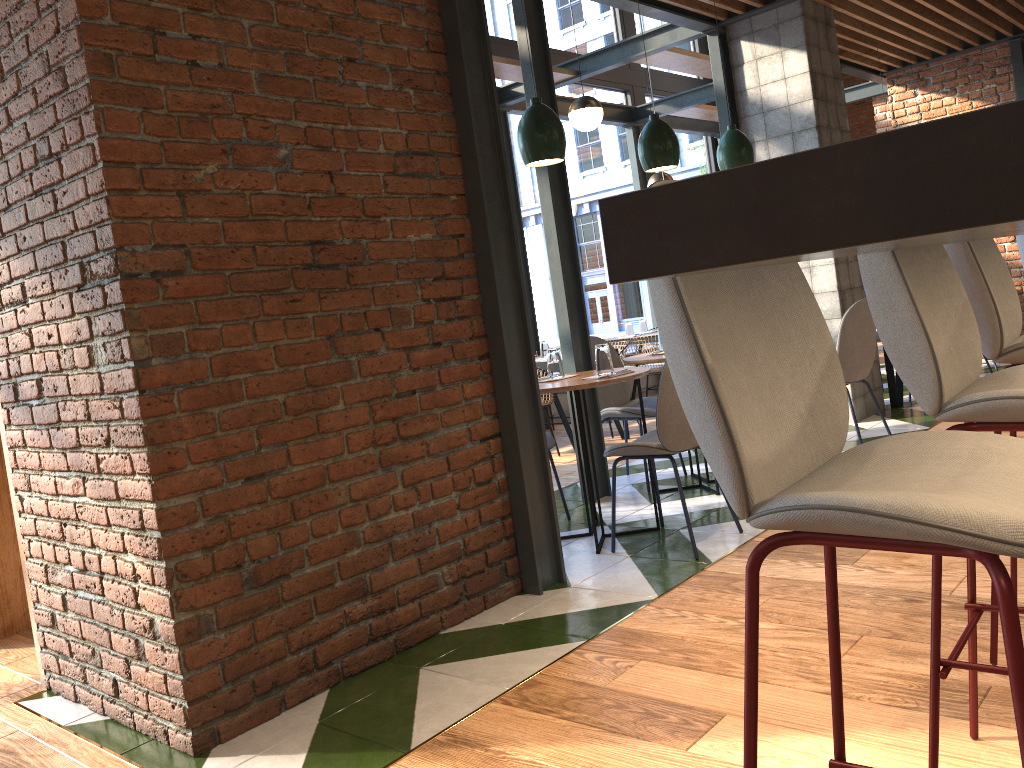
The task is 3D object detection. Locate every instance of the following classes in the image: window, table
[{"bbox_3d":[-0.306,-2.731,8.025,0.127,5.590,8.760,-7,4,42],"label":"window"},{"bbox_3d":[1.011,0.188,4.878,0.700,0.746,0.700,-8,3,-6],"label":"table"},{"bbox_3d":[0.345,0.343,4.123,0.699,0.746,0.701,-8,3,-2],"label":"table"},{"bbox_3d":[0.185,0.155,7.044,1.268,0.705,0.661,-5,5,42],"label":"table"},{"bbox_3d":[1.439,-0.138,8.466,1.268,0.705,0.661,-5,5,42],"label":"table"},{"bbox_3d":[3.446,-0.395,7.712,0.656,0.764,2.785,-6,5,42],"label":"table"}]

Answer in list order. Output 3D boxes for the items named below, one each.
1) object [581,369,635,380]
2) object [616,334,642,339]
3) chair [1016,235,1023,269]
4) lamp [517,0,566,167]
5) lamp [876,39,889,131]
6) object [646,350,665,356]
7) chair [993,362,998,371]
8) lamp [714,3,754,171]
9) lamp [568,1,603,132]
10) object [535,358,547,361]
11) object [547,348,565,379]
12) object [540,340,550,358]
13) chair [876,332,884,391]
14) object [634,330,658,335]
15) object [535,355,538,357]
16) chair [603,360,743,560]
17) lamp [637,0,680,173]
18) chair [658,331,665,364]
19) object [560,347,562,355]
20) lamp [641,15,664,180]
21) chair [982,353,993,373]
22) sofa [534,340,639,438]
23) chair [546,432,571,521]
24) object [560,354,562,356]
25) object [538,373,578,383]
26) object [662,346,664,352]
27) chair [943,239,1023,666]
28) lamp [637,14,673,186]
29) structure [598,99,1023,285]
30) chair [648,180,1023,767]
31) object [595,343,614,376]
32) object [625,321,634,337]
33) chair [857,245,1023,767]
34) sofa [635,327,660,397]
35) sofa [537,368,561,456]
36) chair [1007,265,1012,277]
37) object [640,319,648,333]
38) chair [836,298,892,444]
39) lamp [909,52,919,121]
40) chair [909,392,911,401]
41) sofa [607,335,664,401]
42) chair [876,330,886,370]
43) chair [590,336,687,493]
[{"bbox_3d":[0.424,-0.044,3.972,0.157,0.019,0.244,-4,6,45],"label":"object"},{"bbox_3d":[1.113,-0.458,8.480,0.242,0.019,0.158,-4,6,44],"label":"object"},{"bbox_3d":[1.970,-0.038,2.842,0.420,1.241,0.506,-10,3,-37],"label":"chair"},{"bbox_3d":[0.008,-2.016,4.050,0.225,2.019,0.223,-10,3,-44],"label":"lamp"},{"bbox_3d":[3.172,-2.753,7.638,0.225,2.019,0.223,-10,3,-44],"label":"lamp"},{"bbox_3d":[0.869,-0.186,4.971,0.157,0.019,0.244,-5,6,39],"label":"object"},{"bbox_3d":[3.970,-0.524,7.620,0.420,0.886,0.506,-10,3,-41],"label":"chair"},{"bbox_3d":[1.258,-2.307,5.468,0.225,2.019,0.223,-10,3,-44],"label":"lamp"},{"bbox_3d":[0.321,-3.827,6.786,0.268,3.788,0.268,-8,2,-5],"label":"lamp"},{"bbox_3d":[0.235,-0.192,6.712,0.242,0.019,0.158,-4,6,41],"label":"object"},{"bbox_3d":[0.202,-0.097,4.197,0.080,0.138,0.080,-7,3,29],"label":"object"},{"bbox_3d":[0.250,-0.262,6.719,0.080,0.138,0.080,-9,3,-26],"label":"object"},{"bbox_3d":[3.023,-0.396,7.716,0.506,0.886,0.420,-6,3,38],"label":"chair"},{"bbox_3d":[1.339,-0.512,8.754,0.242,0.019,0.158,-4,6,41],"label":"object"},{"bbox_3d":[0.095,-0.217,7.276,0.242,0.019,0.158,-4,6,43],"label":"object"},{"bbox_3d":[0.649,0.251,3.834,0.506,0.886,0.420,-6,3,43],"label":"chair"},{"bbox_3d":[0.673,-2.171,4.804,0.225,2.019,0.223,-10,3,-44],"label":"lamp"},{"bbox_3d":[1.273,0.002,5.860,0.506,0.886,0.420,-6,3,43],"label":"chair"},{"bbox_3d":[0.411,-0.302,6.938,0.080,0.138,0.080,-7,3,17],"label":"object"},{"bbox_3d":[1.158,-3.516,8.073,0.352,4.483,0.353,-8,2,4],"label":"lamp"},{"bbox_3d":[3.577,-0.435,7.208,0.420,0.886,0.506,-10,3,-42],"label":"chair"},{"bbox_3d":[0.554,0.055,7.465,1.089,0.731,0.472,-5,4,42],"label":"sofa"},{"bbox_3d":[-0.040,0.300,4.462,0.506,0.886,0.420,-6,3,38],"label":"chair"},{"bbox_3d":[0.451,-0.242,6.943,0.242,0.019,0.158,-4,6,44],"label":"object"},{"bbox_3d":[0.204,-0.032,4.224,0.157,0.019,0.244,-4,6,45],"label":"object"},{"bbox_3d":[0.871,-0.251,4.945,0.080,0.138,0.080,-10,3,-38],"label":"object"},{"bbox_3d":[1.437,0.070,2.300,0.506,1.241,0.420,-6,3,38],"label":"chair"},{"bbox_3d":[1.264,-3.756,8.935,0.268,3.788,0.269,-8,2,10],"label":"lamp"},{"bbox_3d":[2.791,-0.138,1.645,2.910,1.394,4.943,-5,6,42],"label":"structure"},{"bbox_3d":[0.499,0.307,1.145,0.506,1.241,0.420,-6,3,41],"label":"chair"},{"bbox_3d":[0.413,-0.111,4.002,0.080,0.138,0.080,-9,3,-11],"label":"object"},{"bbox_3d":[1.125,-0.527,8.489,0.080,0.138,0.080,-7,3,17],"label":"object"},{"bbox_3d":[0.990,0.194,1.682,0.506,1.241,0.420,-6,3,40],"label":"chair"},{"bbox_3d":[1.807,-0.236,8.885,1.089,0.731,0.472,-5,4,42],"label":"sofa"},{"bbox_3d":[-0.187,0.228,6.624,1.089,0.731,0.472,-5,4,42],"label":"sofa"},{"bbox_3d":[4.300,-0.605,8.055,0.506,0.886,0.420,-6,3,38],"label":"chair"},{"bbox_3d":[1.298,-0.573,8.749,0.080,0.138,0.080,-6,3,45],"label":"object"},{"bbox_3d":[1.912,-0.041,5.242,0.420,0.886,0.506,-10,3,-42],"label":"chair"},{"bbox_3d":[3.758,-2.889,8.302,0.225,2.019,0.223,-10,3,-44],"label":"lamp"},{"bbox_3d":[3.231,-0.349,6.753,0.506,0.886,0.420,-6,3,38],"label":"chair"},{"bbox_3d":[1.065,-0.064,8.044,1.089,0.731,0.472,-5,4,42],"label":"sofa"},{"bbox_3d":[3.663,-0.550,8.505,0.420,0.886,0.506,-10,3,-41],"label":"chair"},{"bbox_3d":[0.685,0.141,5.162,0.506,0.886,0.420,-6,3,43],"label":"chair"}]
